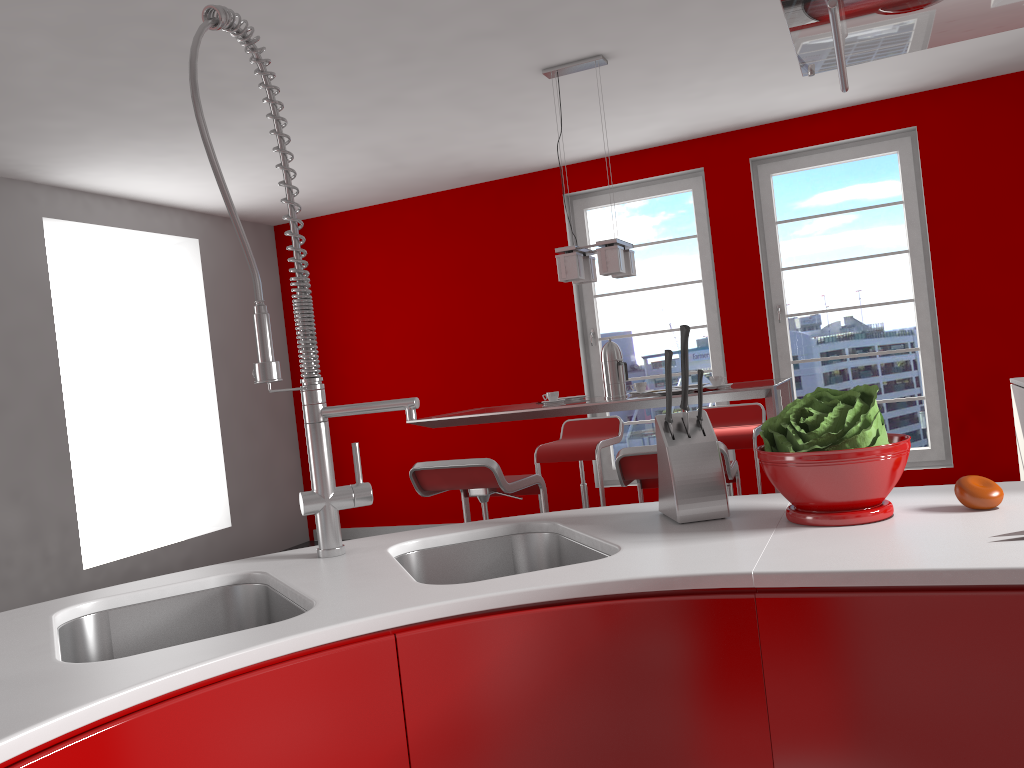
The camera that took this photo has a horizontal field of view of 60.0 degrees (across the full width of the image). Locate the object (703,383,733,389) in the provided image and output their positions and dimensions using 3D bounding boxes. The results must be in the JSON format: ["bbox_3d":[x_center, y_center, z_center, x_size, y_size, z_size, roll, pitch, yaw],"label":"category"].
[{"bbox_3d":[0.922,0.012,3.978,0.119,0.016,0.119,-6,1,42],"label":"object"}]

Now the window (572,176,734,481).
[{"bbox_3d":[0.981,-0.359,6.227,0.938,2.038,0.117,-6,1,23],"label":"window"}]

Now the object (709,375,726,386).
[{"bbox_3d":[0.926,-0.012,3.975,0.078,0.049,0.062,-6,1,22],"label":"object"}]

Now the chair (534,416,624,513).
[{"bbox_3d":[0.432,0.639,5.176,0.418,0.857,0.460,-6,1,30],"label":"chair"}]

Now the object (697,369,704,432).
[{"bbox_3d":[0.325,0.073,1.523,0.009,0.197,0.091,-6,0,-6],"label":"object"}]

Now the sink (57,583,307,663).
[{"bbox_3d":[-0.462,0.425,1.263,0.326,0.172,0.428,-7,1,-28],"label":"sink"}]

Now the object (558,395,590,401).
[{"bbox_3d":[0.296,0.077,4.595,0.217,0.015,0.217,-7,1,-43],"label":"object"}]

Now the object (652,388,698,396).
[{"bbox_3d":[0.720,0.035,3.861,0.217,0.015,0.217,-7,1,-31],"label":"object"}]

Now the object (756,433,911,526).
[{"bbox_3d":[0.506,0.150,1.387,0.229,0.118,0.228,-6,0,-6],"label":"object"}]

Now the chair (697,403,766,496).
[{"bbox_3d":[1.198,0.556,4.875,0.418,0.857,0.460,-6,1,25],"label":"chair"}]

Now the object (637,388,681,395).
[{"bbox_3d":[0.688,0.037,4.121,0.217,0.015,0.217,-7,1,-30],"label":"object"}]

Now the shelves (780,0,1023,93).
[{"bbox_3d":[0.802,-1.040,1.172,0.934,1.023,0.462,-6,1,23],"label":"shelves"}]

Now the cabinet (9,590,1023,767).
[{"bbox_3d":[0.398,0.637,0.772,1.875,0.761,1.025,-7,1,-22],"label":"cabinet"}]

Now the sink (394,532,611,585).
[{"bbox_3d":[-0.015,0.373,1.448,0.326,0.172,0.428,-7,1,-16],"label":"sink"}]

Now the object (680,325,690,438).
[{"bbox_3d":[0.298,0.062,1.512,0.014,0.322,0.150,-6,0,-6],"label":"object"}]

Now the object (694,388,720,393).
[{"bbox_3d":[0.844,0.024,3.802,0.095,0.012,0.234,-6,1,23],"label":"object"}]

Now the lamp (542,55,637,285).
[{"bbox_3d":[0.356,-1.014,4.240,0.304,1.025,0.304,-6,1,23],"label":"lamp"}]

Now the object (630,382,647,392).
[{"bbox_3d":[0.625,0.018,4.341,0.062,0.049,0.078,-7,1,-27],"label":"object"}]

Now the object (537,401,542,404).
[{"bbox_3d":[0.170,0.092,4.651,0.095,0.012,0.234,-6,1,21],"label":"object"}]

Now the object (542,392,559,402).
[{"bbox_3d":[0.198,0.066,4.406,0.062,0.049,0.078,-7,1,-45],"label":"object"}]

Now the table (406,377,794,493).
[{"bbox_3d":[0.484,0.569,4.276,1.700,1.000,0.800,-6,1,23],"label":"table"}]

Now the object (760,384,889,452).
[{"bbox_3d":[0.490,0.098,1.390,0.198,0.182,0.193,-6,1,28],"label":"object"}]

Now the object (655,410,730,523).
[{"bbox_3d":[0.305,0.138,1.540,0.091,0.178,0.137,-6,0,-4],"label":"object"}]

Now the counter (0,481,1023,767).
[{"bbox_3d":[0.170,0.693,0.915,2.865,0.880,1.868,-7,1,-33],"label":"counter"}]

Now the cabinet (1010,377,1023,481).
[{"bbox_3d":[2.373,0.425,3.311,0.610,0.880,1.802,-6,1,23],"label":"cabinet"}]

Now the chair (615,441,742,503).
[{"bbox_3d":[0.665,0.629,3.334,0.418,0.857,0.460,-6,1,18],"label":"chair"}]

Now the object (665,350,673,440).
[{"bbox_3d":[0.272,0.081,1.519,0.012,0.279,0.130,-6,0,-6],"label":"object"}]

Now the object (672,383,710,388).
[{"bbox_3d":[0.863,0.015,4.363,0.217,0.015,0.217,-6,0,-2],"label":"object"}]

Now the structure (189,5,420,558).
[{"bbox_3d":[-0.349,-0.159,1.488,0.308,0.920,0.178,-7,1,-24],"label":"structure"}]

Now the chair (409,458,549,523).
[{"bbox_3d":[-0.100,0.712,3.661,0.418,0.857,0.460,-6,1,27],"label":"chair"}]

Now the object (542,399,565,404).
[{"bbox_3d":[0.206,0.089,4.401,0.119,0.016,0.119,-6,0,3],"label":"object"}]

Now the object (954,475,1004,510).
[{"bbox_3d":[0.702,0.163,1.333,0.064,0.048,0.063,-6,0,1],"label":"object"}]

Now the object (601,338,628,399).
[{"bbox_3d":[0.495,-0.079,4.208,0.149,0.287,0.113,-6,1,31],"label":"object"}]

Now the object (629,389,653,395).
[{"bbox_3d":[0.631,0.042,4.334,0.119,0.016,0.119,-6,1,20],"label":"object"}]

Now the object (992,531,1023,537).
[{"bbox_3d":[0.788,0.170,1.111,0.375,0.008,0.041,-6,0,-1],"label":"object"}]

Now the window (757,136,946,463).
[{"bbox_3d":[2.173,-0.489,5.726,0.938,2.038,0.117,-6,1,23],"label":"window"}]
